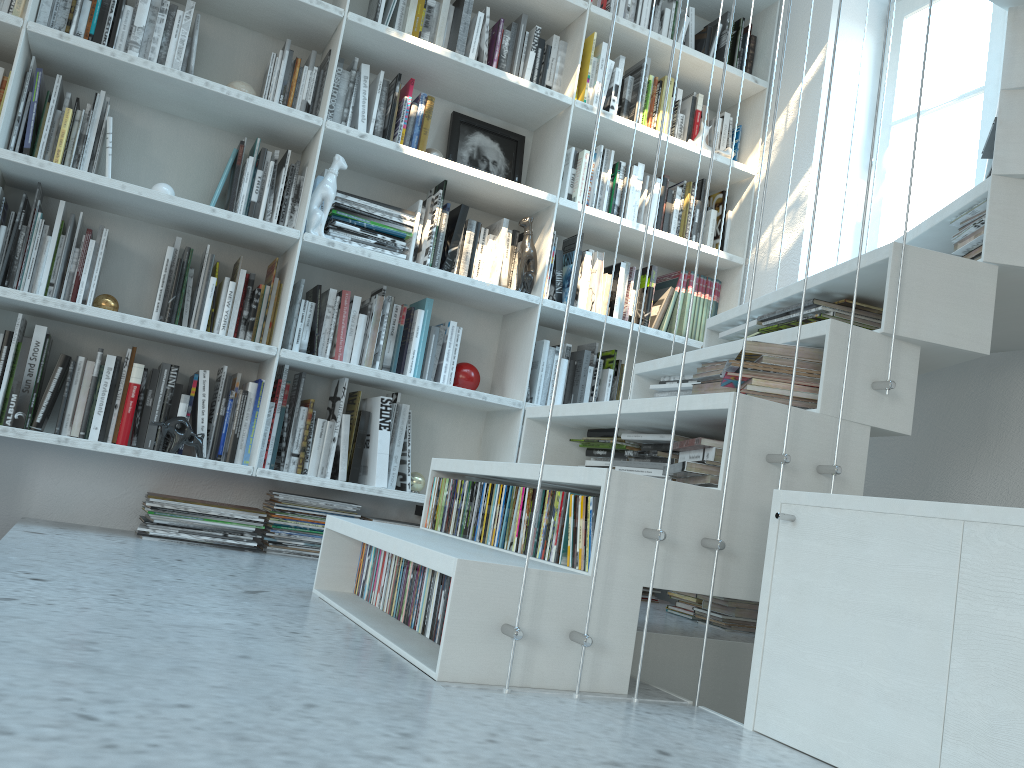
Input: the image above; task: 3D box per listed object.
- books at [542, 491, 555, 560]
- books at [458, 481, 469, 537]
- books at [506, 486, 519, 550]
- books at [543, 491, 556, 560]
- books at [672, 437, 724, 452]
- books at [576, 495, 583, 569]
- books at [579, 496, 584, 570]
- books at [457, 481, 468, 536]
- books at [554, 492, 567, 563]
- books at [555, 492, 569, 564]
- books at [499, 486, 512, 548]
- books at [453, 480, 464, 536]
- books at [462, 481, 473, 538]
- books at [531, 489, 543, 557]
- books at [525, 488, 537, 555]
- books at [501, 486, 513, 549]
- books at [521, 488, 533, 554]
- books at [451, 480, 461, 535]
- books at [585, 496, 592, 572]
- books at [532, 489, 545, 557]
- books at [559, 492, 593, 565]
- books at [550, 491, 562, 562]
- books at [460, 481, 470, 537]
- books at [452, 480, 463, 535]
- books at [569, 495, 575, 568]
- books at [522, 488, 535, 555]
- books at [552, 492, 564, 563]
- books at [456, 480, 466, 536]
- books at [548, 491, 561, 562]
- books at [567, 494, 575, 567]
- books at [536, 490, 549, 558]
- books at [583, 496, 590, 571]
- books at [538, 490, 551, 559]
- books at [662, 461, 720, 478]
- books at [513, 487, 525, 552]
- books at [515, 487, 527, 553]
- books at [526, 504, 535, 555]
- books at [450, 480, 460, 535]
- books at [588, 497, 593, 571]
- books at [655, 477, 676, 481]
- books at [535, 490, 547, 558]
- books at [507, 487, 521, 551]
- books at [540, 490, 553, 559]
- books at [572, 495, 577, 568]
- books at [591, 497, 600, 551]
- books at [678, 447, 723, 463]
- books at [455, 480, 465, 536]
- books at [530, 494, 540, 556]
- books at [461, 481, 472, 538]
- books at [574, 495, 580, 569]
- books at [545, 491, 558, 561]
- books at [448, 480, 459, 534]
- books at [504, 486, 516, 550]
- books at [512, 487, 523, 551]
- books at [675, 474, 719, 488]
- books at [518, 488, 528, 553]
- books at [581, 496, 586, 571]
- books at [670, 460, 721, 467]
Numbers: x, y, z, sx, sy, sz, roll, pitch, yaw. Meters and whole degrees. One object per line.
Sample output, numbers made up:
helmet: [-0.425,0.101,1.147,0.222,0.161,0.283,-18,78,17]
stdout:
books: [0.120,0.266,1.622,0.125,0.125,0.008,13,-8,-24]
books: [-0.051,0.289,1.989,0.125,0.125,0.008,13,-8,-24]
books: [0.055,0.275,1.762,0.125,0.125,0.009,13,-8,-24]
books: [0.123,0.266,1.615,0.125,0.125,0.010,13,-8,-24]
books: [0.426,0.134,1.777,0.169,0.014,0.212,10,-8,-4]
books: [0.168,0.262,1.519,0.125,0.123,0.034,13,-8,-24]
books: [0.171,0.261,1.512,0.125,0.123,0.035,13,-8,-24]
books: [-0.055,0.289,1.996,0.125,0.125,0.008,13,-8,-24]
books: [0.140,0.264,1.580,0.125,0.125,0.007,13,-8,-24]
books: [0.143,0.263,1.573,0.125,0.125,0.008,13,-8,-24]
books: [0.042,0.277,1.789,0.125,0.125,0.013,13,-8,-24]
books: [-0.064,0.290,2.016,0.125,0.125,0.007,13,-8,-24]
books: [-0.042,0.287,1.968,0.125,0.125,0.007,13,-8,-24]
books: [0.101,0.269,1.664,0.125,0.125,0.010,13,-8,-24]
books: [0.090,0.270,1.686,0.125,0.125,0.007,13,-8,-24]
books: [0.046,0.276,1.780,0.125,0.125,0.009,13,-8,-24]
books: [0.081,0.272,1.706,0.125,0.125,0.018,13,-8,-24]
books: [-0.071,0.291,2.030,0.125,0.125,0.009,13,-8,-24]
books: [0.181,0.260,1.491,0.125,0.123,0.034,13,-8,-24]
books: [0.104,0.268,1.655,0.125,0.125,0.009,13,-8,-24]
books: [0.147,0.263,1.564,0.125,0.125,0.011,13,-8,-24]
books: [0.133,0.265,1.594,0.125,0.125,0.008,13,-8,-24]
books: [-0.048,0.288,1.981,0.125,0.125,0.008,13,-8,-24]
books: [-0.068,0.291,2.024,0.125,0.125,0.009,13,-8,-24]
books: [0.158,0.263,1.541,0.125,0.123,0.035,13,-8,-24]
books: [0.087,0.271,1.693,0.125,0.125,0.009,13,-8,-24]
books: [0.137,0.264,1.587,0.125,0.125,0.008,13,-8,-24]
books: [-0.058,0.290,2.003,0.125,0.125,0.008,13,-8,-24]
books: [0.130,0.265,1.601,0.125,0.125,0.008,13,-8,-24]
books: [0.154,0.263,1.548,0.125,0.123,0.034,13,-8,-24]
books: [0.111,0.268,1.641,0.125,0.125,0.007,13,-8,-24]
books: [0.178,0.261,1.498,0.125,0.123,0.035,13,-8,-24]
books: [0.114,0.267,1.634,0.125,0.125,0.008,13,-8,-24]
books: [0.406,0.183,1.770,0.172,0.019,0.240,9,-8,1]
books: [0.069,0.273,1.731,0.125,0.125,0.009,13,-8,-24]
books: [0.072,0.273,1.724,0.125,0.125,0.007,13,-8,-24]
books: [0.094,0.270,1.678,0.125,0.125,0.008,13,-8,-24]
books: [-0.075,0.292,2.038,0.125,0.125,0.007,13,-8,-24]
books: [0.184,0.260,1.484,0.125,0.123,0.036,13,-8,-24]
books: [0.383,0.232,2.059,0.147,0.008,0.188,12,-8,-20]
books: [0.108,0.268,1.648,0.125,0.125,0.007,13,-8,-24]
books: [0.059,0.275,1.752,0.125,0.125,0.016,13,-8,-24]
books: [0.117,0.267,1.628,0.125,0.125,0.008,13,-8,-24]
books: [0.161,0.263,1.533,0.125,0.123,0.036,13,-8,-24]
books: [0.188,0.259,1.476,0.125,0.123,0.034,13,-8,-24]
books: [0.434,0.157,1.775,0.141,0.028,0.223,10,-8,-5]
books: [-0.061,0.290,2.009,0.125,0.125,0.008,13,-8,-24]
books: [0.097,0.269,1.672,0.125,0.125,0.008,13,-8,-24]
books: [-0.045,0.288,1.975,0.125,0.125,0.007,13,-8,-24]
books: [0.165,0.262,1.526,0.125,0.123,0.034,13,-8,-24]
books: [0.126,0.266,1.609,0.125,0.125,0.010,13,-8,-24]
books: [-0.078,0.292,2.046,0.125,0.125,0.010,13,-8,-24]
books: [0.050,0.276,1.771,0.125,0.125,0.011,13,-8,-24]
books: [0.065,0.274,1.739,0.125,0.125,0.013,13,-8,-24]
books: [0.424,0.204,1.769,0.136,0.017,0.289,10,-8,-1]
books: [0.077,0.272,1.715,0.125,0.125,0.012,13,-8,-24]
books: [0.174,0.261,1.505,0.125,0.123,0.036,13,-8,-24]
books: [0.424,0.173,1.773,0.161,0.007,0.254,10,-8,-4]
